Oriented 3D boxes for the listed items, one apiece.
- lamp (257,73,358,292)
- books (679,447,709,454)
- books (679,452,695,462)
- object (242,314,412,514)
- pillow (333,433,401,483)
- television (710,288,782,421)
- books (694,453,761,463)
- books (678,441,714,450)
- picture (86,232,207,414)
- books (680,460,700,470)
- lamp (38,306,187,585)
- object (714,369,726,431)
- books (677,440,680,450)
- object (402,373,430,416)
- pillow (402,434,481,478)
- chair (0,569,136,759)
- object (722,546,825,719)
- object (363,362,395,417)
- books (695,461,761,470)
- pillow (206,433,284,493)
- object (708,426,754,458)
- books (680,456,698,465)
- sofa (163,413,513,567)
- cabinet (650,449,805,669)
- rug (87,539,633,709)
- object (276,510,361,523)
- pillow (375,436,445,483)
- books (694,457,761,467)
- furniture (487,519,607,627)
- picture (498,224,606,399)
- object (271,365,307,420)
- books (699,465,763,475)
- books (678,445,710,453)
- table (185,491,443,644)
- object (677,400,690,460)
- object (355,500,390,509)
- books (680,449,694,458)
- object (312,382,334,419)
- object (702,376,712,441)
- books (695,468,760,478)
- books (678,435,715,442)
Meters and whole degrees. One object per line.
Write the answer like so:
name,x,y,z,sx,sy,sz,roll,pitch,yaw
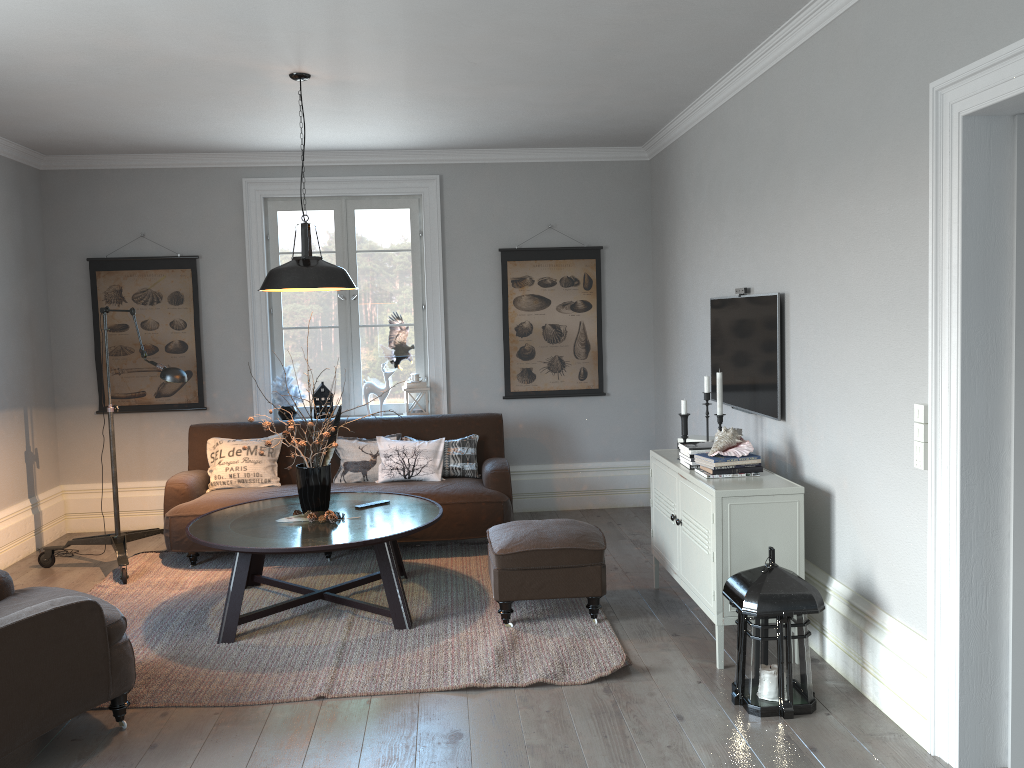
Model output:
lamp,-1.057,-1.018,4.503,0.504,1.075,0.504,2,6,43
books,0.958,0.314,4.258,0.265,0.010,0.196,-2,4,-4
books,0.964,0.345,4.267,0.271,0.016,0.222,-2,4,-4
object,-0.917,0.160,4.529,0.853,1.065,0.525,-4,5,-33
pillow,-0.970,0.510,5.919,0.472,0.347,0.159,-2,4,-7
television,1.233,-0.182,4.719,0.041,0.657,1.063,-2,4,-4
books,0.975,0.329,4.027,0.235,0.014,0.185,-3,5,-17
books,0.955,0.295,4.265,0.263,0.008,0.212,-2,4,-3
picture,-2.672,-0.447,6.494,0.793,1.312,0.057,-2,4,-4
books,0.965,0.380,4.267,0.271,0.022,0.200,-2,4,-2
lamp,-2.599,0.325,5.743,1.864,1.644,0.797,1,5,33
object,1.045,0.150,4.453,0.066,0.457,0.066,-5,5,-37
books,1.012,0.334,4.662,0.218,0.049,0.276,-2,4,-4
object,-0.716,0.081,6.615,0.193,0.321,0.193,-2,4,-10
pillow,-0.481,0.494,5.993,0.542,0.288,0.183,-2,4,-3
chair,-1.945,0.917,3.191,0.807,0.795,0.970,1,5,37
object,0.992,0.915,3.376,0.323,0.599,0.323,-2,4,-4
object,-0.978,0.050,6.534,0.239,0.409,0.128,-2,4,-8
books,0.980,0.360,4.031,0.235,0.014,0.185,-3,4,-15
pillow,-1.778,0.523,5.896,0.519,0.368,0.240,-2,4,-4
object,0.978,0.259,4.030,0.194,0.127,0.192,-3,4,-11
books,0.956,0.362,4.258,0.253,0.016,0.200,-2,4,-6
sofa,-1.099,0.675,5.851,2.165,0.824,0.969,-2,4,-4
cabinet,0.978,0.769,4.264,0.408,0.757,1.153,-2,4,-4
rug,-0.973,1.128,4.691,2.819,0.090,2.401,-2,4,-4
object,-0.989,0.669,4.531,0.404,0.067,0.153,-1,4,13
pillow,-0.673,0.497,5.865,0.471,0.309,0.188,-2,4,-4
books,0.976,0.345,4.023,0.235,0.017,0.185,-3,5,-17
furniture,0.171,0.931,4.477,0.583,0.439,0.574,-2,4,-4
picture,0.305,-0.551,6.722,0.793,1.312,0.057,-2,4,-4
object,-1.675,0.062,6.552,0.263,0.423,0.248,1,5,31
books,0.994,0.380,4.034,0.238,0.027,0.175,-2,4,-8
books,0.953,0.304,4.258,0.260,0.010,0.196,-2,4,-6
table,-1.004,0.937,4.639,1.300,0.503,1.300,-3,4,-11
object,0.869,0.227,4.465,0.083,0.311,0.083,-4,4,-27
object,-0.765,0.658,4.864,0.207,0.011,0.051,-6,6,-44
books,0.954,0.328,4.262,0.251,0.019,0.200,-2,4,-2
object,-1.403,0.122,6.585,0.155,0.284,0.155,-3,4,-14
object,0.966,0.168,4.385,0.092,0.431,0.092,2,6,45
books,0.978,0.401,4.042,0.243,0.014,0.196,-2,4,-4
books,1.004,0.296,4.685,0.199,0.024,0.161,2,6,40
